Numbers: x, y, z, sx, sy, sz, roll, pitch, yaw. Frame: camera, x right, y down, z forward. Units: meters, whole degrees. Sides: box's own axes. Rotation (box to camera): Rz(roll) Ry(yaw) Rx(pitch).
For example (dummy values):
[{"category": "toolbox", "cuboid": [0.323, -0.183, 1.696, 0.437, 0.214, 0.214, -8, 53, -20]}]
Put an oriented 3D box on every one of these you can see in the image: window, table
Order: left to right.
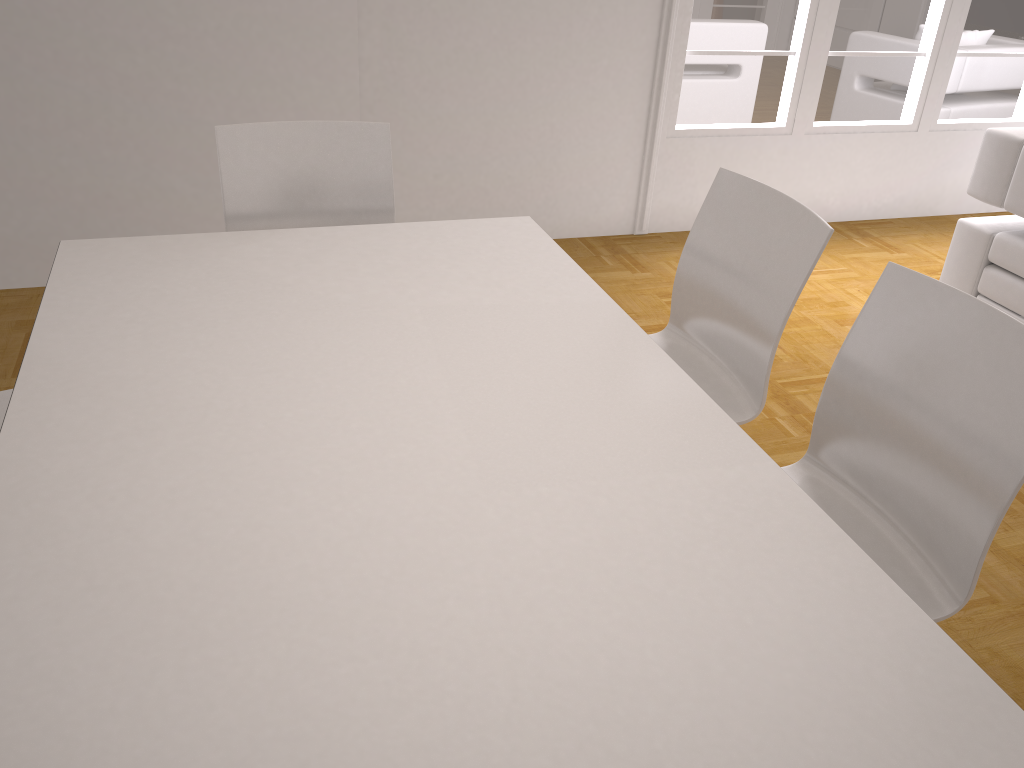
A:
[{"category": "table", "cuboid": [-0.168, 0.485, 1.497, 1.211, 0.716, 2.430, -6, 31, -17]}, {"category": "window", "cuboid": [2.268, -2.075, 4.516, 3.352, 2.506, 0.197, -6, 30, -17]}]

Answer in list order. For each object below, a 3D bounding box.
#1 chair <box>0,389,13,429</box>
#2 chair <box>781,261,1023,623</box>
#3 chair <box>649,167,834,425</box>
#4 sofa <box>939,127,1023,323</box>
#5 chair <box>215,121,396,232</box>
[{"category": "chair", "cuboid": [-1.119, 0.139, 1.799, 0.576, 0.923, 0.565, -6, 30, -17]}, {"category": "chair", "cuboid": [0.568, 0.300, 1.708, 0.576, 0.923, 0.565, -6, 30, -17]}, {"category": "chair", "cuboid": [0.363, -0.020, 2.255, 0.576, 0.923, 0.565, -6, 30, -17]}, {"category": "sofa", "cuboid": [2.529, -0.006, 2.539, 0.823, 0.841, 2.644, -6, 31, -17]}, {"category": "chair", "cuboid": [-0.525, -0.196, 2.466, 0.561, 0.923, 0.580, -6, 30, -17]}]
